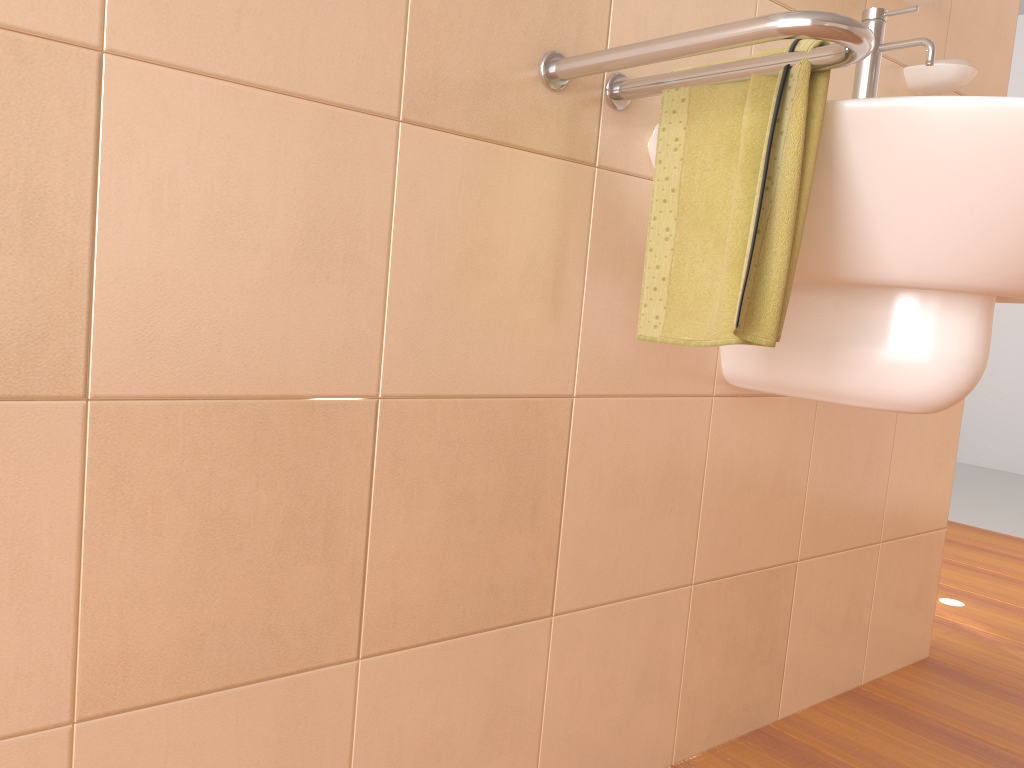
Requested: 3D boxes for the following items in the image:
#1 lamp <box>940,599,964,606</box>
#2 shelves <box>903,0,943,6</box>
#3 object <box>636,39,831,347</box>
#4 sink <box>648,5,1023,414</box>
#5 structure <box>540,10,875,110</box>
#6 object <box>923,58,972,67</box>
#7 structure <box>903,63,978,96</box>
[{"bbox_3d":[0.227,0.594,0.752,3.173,0.001,2.893,0,7,-40],"label":"lamp"},{"bbox_3d":[0.473,-0.621,1.188,0.554,0.050,0.138,0,7,-40],"label":"shelves"},{"bbox_3d":[0.224,-0.189,0.915,0.085,0.306,0.181,3,6,-24],"label":"object"},{"bbox_3d":[0.567,-0.216,1.074,0.683,0.516,0.539,0,7,-40],"label":"sink"},{"bbox_3d":[0.188,-0.317,0.869,0.142,0.042,0.333,0,7,-40],"label":"structure"},{"bbox_3d":[0.699,-0.510,1.429,0.075,0.023,0.050,7,6,14],"label":"object"},{"bbox_3d":[0.697,-0.488,1.430,0.117,0.029,0.092,0,7,-40],"label":"structure"}]
